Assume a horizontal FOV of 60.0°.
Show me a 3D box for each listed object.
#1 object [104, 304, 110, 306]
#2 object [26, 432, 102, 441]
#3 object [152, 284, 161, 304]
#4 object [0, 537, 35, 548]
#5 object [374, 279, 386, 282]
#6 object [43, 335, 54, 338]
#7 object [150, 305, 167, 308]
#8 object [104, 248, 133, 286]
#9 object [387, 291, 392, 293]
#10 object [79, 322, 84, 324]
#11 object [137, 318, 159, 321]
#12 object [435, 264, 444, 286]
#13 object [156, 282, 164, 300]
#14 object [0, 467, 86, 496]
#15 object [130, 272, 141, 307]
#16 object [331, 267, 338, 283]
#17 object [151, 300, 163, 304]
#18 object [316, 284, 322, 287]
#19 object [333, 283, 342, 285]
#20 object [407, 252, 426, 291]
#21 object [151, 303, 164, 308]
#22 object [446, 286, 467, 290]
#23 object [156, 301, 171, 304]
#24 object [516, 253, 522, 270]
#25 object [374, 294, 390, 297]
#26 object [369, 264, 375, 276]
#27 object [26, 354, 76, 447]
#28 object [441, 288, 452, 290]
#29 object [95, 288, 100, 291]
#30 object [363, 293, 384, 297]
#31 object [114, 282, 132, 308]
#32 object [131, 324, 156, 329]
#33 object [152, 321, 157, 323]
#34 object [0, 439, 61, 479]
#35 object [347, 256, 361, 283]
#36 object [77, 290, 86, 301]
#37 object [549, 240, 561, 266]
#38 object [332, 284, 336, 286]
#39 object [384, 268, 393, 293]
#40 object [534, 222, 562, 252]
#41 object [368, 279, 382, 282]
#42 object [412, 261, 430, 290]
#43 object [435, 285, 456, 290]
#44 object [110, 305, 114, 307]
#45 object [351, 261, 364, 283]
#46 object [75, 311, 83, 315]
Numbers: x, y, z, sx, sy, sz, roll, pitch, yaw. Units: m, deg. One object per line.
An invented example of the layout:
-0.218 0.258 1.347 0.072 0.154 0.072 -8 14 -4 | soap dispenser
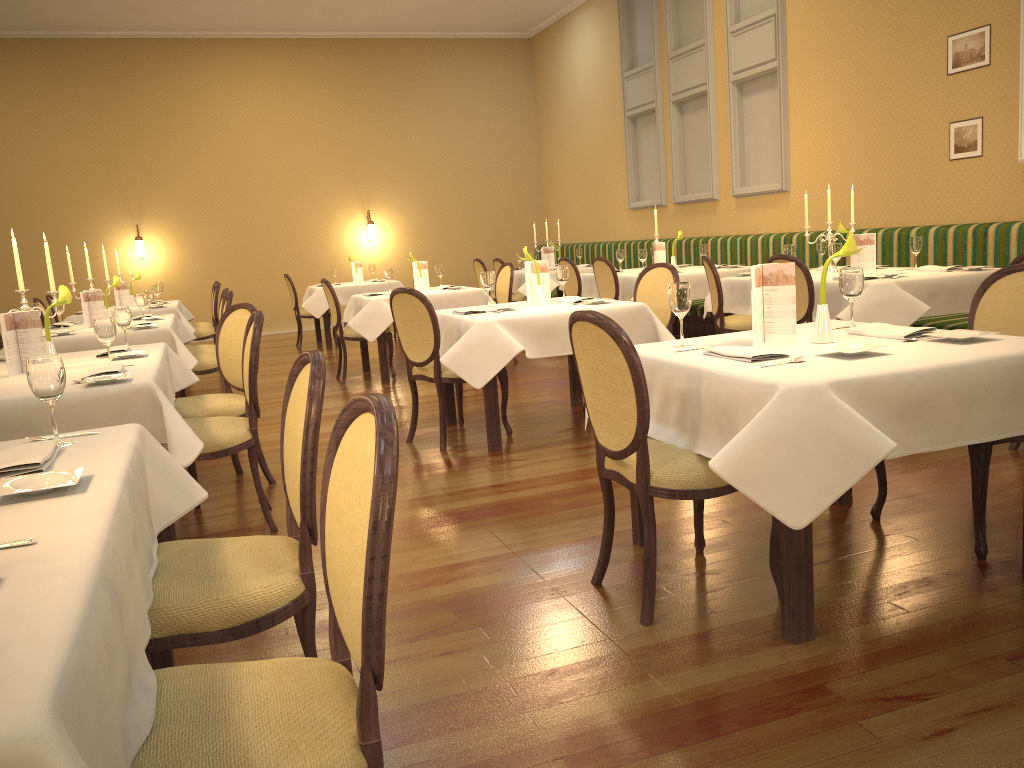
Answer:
-4.720 -0.894 10.208 0.160 0.024 0.160 -8 10 -19 | object
-1.180 0.136 2.338 0.181 0.015 0.038 -7 10 -17 | object
-3.770 -0.942 9.418 0.088 0.229 0.088 1 11 28 | object
-0.864 0.266 1.414 0.185 0.010 0.017 -7 10 -18 | object
-1.672 -1.324 11.386 0.160 0.024 0.160 -8 10 -19 | object
-3.201 -0.314 6.005 0.181 0.015 0.038 -7 10 -17 | object
-3.584 -0.782 8.999 0.160 0.024 0.160 -8 10 -19 | object
-4.292 -1.163 9.710 0.131 0.655 0.390 -2 10 15 | object
-1.077 -0.843 8.199 0.160 0.024 0.160 -8 10 -19 | object
-3.602 -0.490 7.263 0.181 0.015 0.038 -7 10 -17 | object
-2.948 -0.523 7.166 0.185 0.010 0.017 -7 10 -18 | object
-0.695 -1.043 8.597 0.088 0.229 0.088 1 11 28 | object
-4.097 -1.068 10.334 0.088 0.229 0.088 1 11 28 | object
-0.950 0.206 1.781 0.160 0.024 0.160 -8 10 -19 | object
-4.085 -1.023 9.604 0.163 0.375 0.076 -4 9 3 | object
-2.345 -1.439 11.762 0.088 0.229 0.088 1 11 28 | object
-4.066 -0.935 10.132 0.142 0.033 0.273 -8 10 -19 | object
-2.451 -1.272 11.445 0.142 0.024 0.273 -8 10 -19 | object
-2.239 -1.283 11.407 0.160 0.024 0.160 -8 10 -19 | object
-0.894 -1.056 8.318 0.163 0.375 0.076 -13 13 -42 | object
-3.704 -0.816 9.240 0.142 0.033 0.273 -8 10 -19 | object
-0.510 -0.883 8.177 0.160 0.024 0.160 -8 10 -19 | object
-3.883 -0.905 9.879 0.160 0.024 0.160 -8 10 -19 | object
0.099 -1.611 11.662 0.088 0.229 0.088 1 11 28 | object
-1.165 -0.808 8.051 0.181 0.015 0.038 -7 10 -17 | object
-1.858 -1.484 11.805 0.088 0.229 0.088 1 11 28 | object
-1.164 0.042 2.237 0.088 0.229 0.088 1 11 28 | object
-0.587 -0.887 8.259 0.181 0.015 0.038 -7 10 -17 | object
-4.540 -0.933 9.721 0.088 0.229 0.088 1 11 28 | object
-1.289 -0.832 8.236 0.142 0.024 0.273 -8 10 -19 | object
-4.200 -0.948 9.521 0.081 0.277 0.166 4 13 42 | object
-2.564 -0.396 6.183 0.160 0.024 0.160 -8 10 -19 | object
-2.778 -0.458 6.696 0.185 0.010 0.017 -7 10 -18 | object
-1.133 0.176 2.034 0.142 0.033 0.273 -8 10 -19 | object
-2.056 -1.496 11.526 0.163 0.375 0.076 -13 13 -42 | object
-4.430 -0.849 9.162 0.088 0.229 0.088 1 11 28 | object
0.576 -1.702 11.569 0.163 0.375 0.076 -4 9 3 | object
-2.327 -1.248 11.259 0.181 0.015 0.038 -7 10 -17 | object
-1.183 -0.999 8.553 0.088 0.229 0.088 1 11 28 | object
0.470 -1.860 11.711 0.390 0.655 0.131 0 10 26 | object
-1.791 -1.357 11.627 0.142 0.033 0.273 -8 10 -19 | object
-0.846 -1.031 8.456 0.166 0.277 0.081 0 10 27 | object
-0.629 -0.917 8.418 0.142 0.033 0.273 -8 10 -19 | object
-4.622 -0.877 10.079 0.181 0.015 0.038 -7 10 -17 | object
-2.008 -1.471 11.664 0.166 0.277 0.081 0 10 27 | object
-4.345 -0.724 9.006 0.142 0.024 0.273 -8 10 -19 | object
